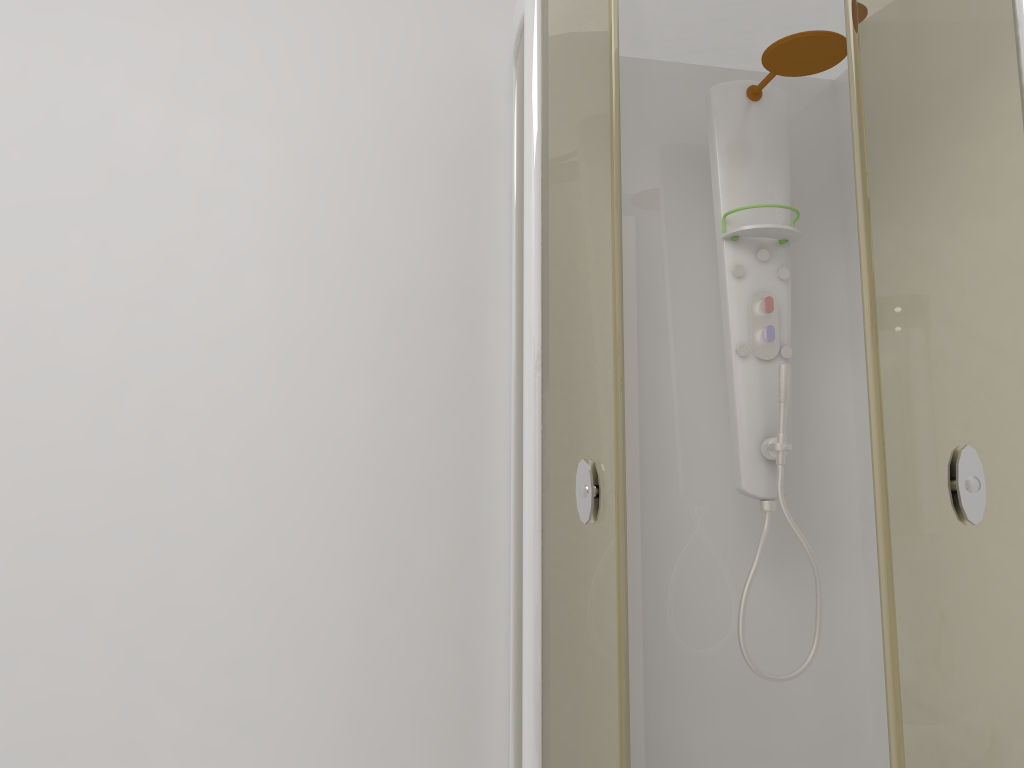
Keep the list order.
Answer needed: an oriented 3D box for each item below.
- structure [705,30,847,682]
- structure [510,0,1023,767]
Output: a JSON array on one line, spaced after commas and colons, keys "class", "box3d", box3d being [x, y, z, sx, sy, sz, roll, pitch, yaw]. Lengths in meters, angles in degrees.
[{"class": "structure", "box3d": [0.584, -0.065, 1.822, 0.201, 1.343, 0.358, 2, -9, -11]}, {"class": "structure", "box3d": [0.485, 0.211, 1.621, 0.932, 2.234, 0.933, 2, -9, -11]}]
